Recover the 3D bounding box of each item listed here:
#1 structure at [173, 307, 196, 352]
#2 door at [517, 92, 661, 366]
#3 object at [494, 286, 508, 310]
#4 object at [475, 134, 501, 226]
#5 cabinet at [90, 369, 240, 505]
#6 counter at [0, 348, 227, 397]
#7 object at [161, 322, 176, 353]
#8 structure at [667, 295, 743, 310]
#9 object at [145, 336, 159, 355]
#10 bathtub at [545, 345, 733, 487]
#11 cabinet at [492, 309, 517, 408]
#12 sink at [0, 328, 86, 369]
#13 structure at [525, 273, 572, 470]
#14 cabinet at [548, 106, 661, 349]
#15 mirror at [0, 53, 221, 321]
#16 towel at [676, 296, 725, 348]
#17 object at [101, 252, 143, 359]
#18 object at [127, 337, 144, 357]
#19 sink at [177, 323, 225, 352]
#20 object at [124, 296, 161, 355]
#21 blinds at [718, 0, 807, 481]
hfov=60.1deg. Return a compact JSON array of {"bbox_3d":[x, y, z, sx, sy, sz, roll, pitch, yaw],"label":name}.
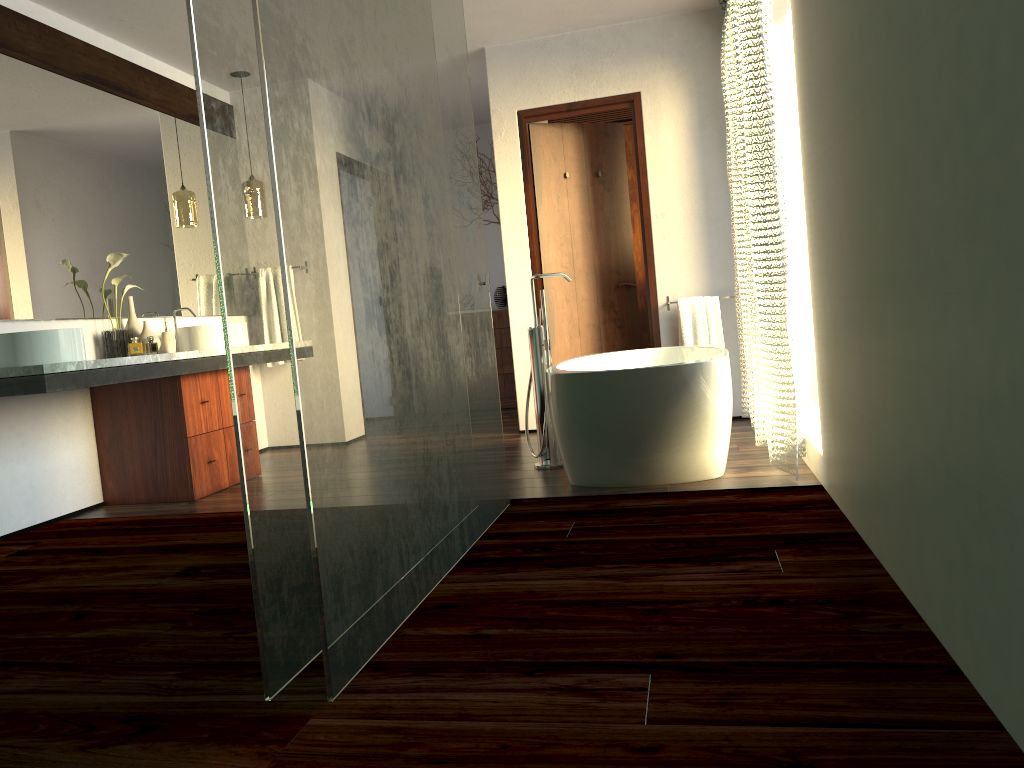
[{"bbox_3d":[-1.795,-0.294,4.816,0.167,0.242,0.065,-4,4,17],"label":"structure"},{"bbox_3d":[0.520,-0.719,5.522,0.739,1.946,0.459,-4,4,13],"label":"door"},{"bbox_3d":[-0.081,-0.709,7.287,0.136,0.200,0.142,-8,4,-33],"label":"object"},{"bbox_3d":[-0.205,-1.318,7.154,0.715,1.449,0.844,-8,4,-34],"label":"object"},{"bbox_3d":[-1.674,0.238,4.491,0.518,0.599,0.652,-5,4,13],"label":"cabinet"},{"bbox_3d":[-1.708,-0.092,4.267,0.594,0.101,2.235,-5,4,12],"label":"counter"},{"bbox_3d":[-1.733,-0.233,4.461,0.070,0.158,0.071,-6,4,-4],"label":"object"},{"bbox_3d":[1.126,-0.488,5.103,0.458,0.088,0.101,-5,4,14],"label":"structure"},{"bbox_3d":[-1.760,-0.189,4.320,0.039,0.090,0.056,-4,4,22],"label":"object"},{"bbox_3d":[0.594,0.119,3.976,0.773,0.485,1.603,-5,4,12],"label":"bathtub"},{"bbox_3d":[-0.221,-0.193,7.324,1.152,0.800,0.398,-4,4,14],"label":"cabinet"},{"bbox_3d":[-1.883,-0.139,3.500,0.362,0.130,0.353,-4,4,15],"label":"sink"},{"bbox_3d":[0.137,-0.060,4.162,0.239,0.897,0.283,-8,5,-37],"label":"structure"},{"bbox_3d":[1.115,-1.066,6.659,1.500,2.363,0.354,-4,4,14],"label":"cabinet"},{"bbox_3d":[-2.152,-0.851,3.840,0.017,1.152,4.035,-5,4,12],"label":"mirror"},{"bbox_3d":[1.097,-0.186,5.107,0.260,0.637,0.155,-6,4,-4],"label":"towel"},{"bbox_3d":[-1.918,-0.381,4.353,0.187,0.504,0.245,-6,4,-9],"label":"object"},{"bbox_3d":[-1.826,-0.179,4.291,0.064,0.092,0.039,-7,4,-27],"label":"object"},{"bbox_3d":[-1.624,-0.254,4.806,0.354,0.130,0.360,-6,4,-10],"label":"sink"},{"bbox_3d":[-1.863,-0.291,4.427,0.246,0.305,0.117,-2,5,39],"label":"object"},{"bbox_3d":[1.106,-0.886,4.041,0.183,2.336,2.103,-5,4,12],"label":"blinds"}]
